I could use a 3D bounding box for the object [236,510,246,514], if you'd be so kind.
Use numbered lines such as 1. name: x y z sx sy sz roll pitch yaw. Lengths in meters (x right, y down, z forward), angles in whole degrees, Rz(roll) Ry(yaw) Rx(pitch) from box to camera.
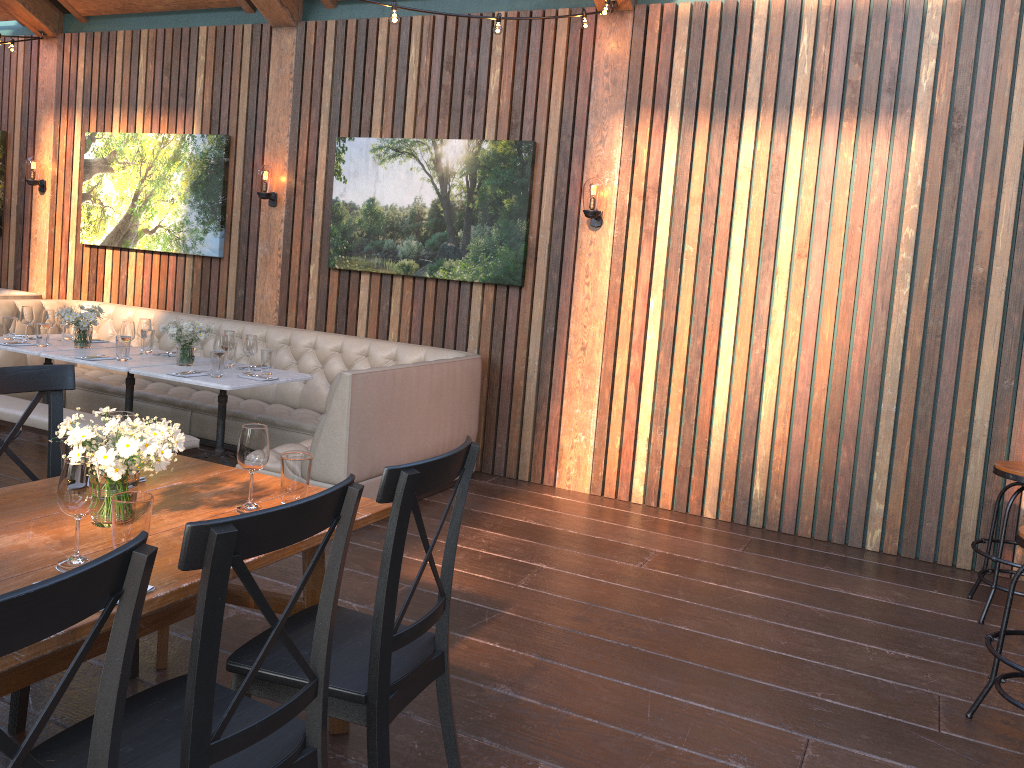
1. object: -0.679 0.382 2.440 0.256 0.019 0.158 9 9 25

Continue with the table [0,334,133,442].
1. table: -3.303 0.036 6.284 0.801 0.669 0.801 8 7 24

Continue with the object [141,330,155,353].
1. object: -2.531 -0.297 6.139 0.092 0.157 0.092 6 5 11

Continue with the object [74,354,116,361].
1. object: -2.656 -0.174 5.683 0.158 0.019 0.256 9 9 25

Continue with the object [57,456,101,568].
1. object: -1.005 0.295 2.050 0.092 0.243 0.093 3 5 -22

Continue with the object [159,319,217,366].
1. object: -2.102 -0.277 5.713 0.336 0.308 0.331 5 6 0

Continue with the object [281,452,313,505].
1. object: -0.643 0.290 2.621 0.092 0.157 0.092 1 6 -38

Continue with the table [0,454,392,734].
1. table: -1.343 0.778 1.891 0.953 0.726 2.438 8 8 25

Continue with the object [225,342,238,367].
1. object: -1.856 -0.195 5.819 0.092 0.157 0.092 6 5 11

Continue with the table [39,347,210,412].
1. table: -2.570 0.146 5.936 0.801 0.669 0.801 8 7 25

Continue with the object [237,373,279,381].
1. object: -1.574 -0.048 5.430 0.256 0.019 0.158 9 9 25

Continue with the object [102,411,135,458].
1. object: -1.155 0.206 2.600 0.092 0.243 0.093 3 5 -22

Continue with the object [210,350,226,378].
1. object: -1.769 -0.119 5.318 0.092 0.157 0.092 6 5 11

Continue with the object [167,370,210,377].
1. object: -1.939 -0.067 5.346 0.158 0.019 0.256 9 9 25

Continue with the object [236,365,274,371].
1. object: -1.698 -0.109 5.800 0.158 0.019 0.256 9 9 25

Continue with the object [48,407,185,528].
1. object: -1.040 0.216 2.363 0.329 0.308 0.338 4 6 -10

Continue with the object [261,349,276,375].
1. object: -1.544 -0.137 5.589 0.092 0.157 0.092 6 5 11

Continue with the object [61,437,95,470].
1. object: -1.278 0.239 2.599 0.092 0.157 0.092 1 6 -38

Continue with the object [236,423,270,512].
1. object: -0.758 0.242 2.583 0.092 0.243 0.093 3 5 -22

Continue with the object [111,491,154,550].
1. object: -0.898 0.342 2.087 0.092 0.157 0.092 1 6 -38

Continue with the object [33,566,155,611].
1. object: -0.922 0.433 1.920 0.256 0.019 0.158 9 9 25

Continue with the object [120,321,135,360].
1. object: -2.503 -0.285 5.759 0.092 0.243 0.093 3 5 -22

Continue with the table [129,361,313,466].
1. table: -1.837 0.256 5.588 0.801 0.669 0.801 8 7 24

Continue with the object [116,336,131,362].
1. object: -2.486 -0.226 5.655 0.092 0.157 0.092 6 5 11

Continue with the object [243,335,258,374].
1. object: -1.647 -0.186 5.565 0.092 0.243 0.093 3 5 -22

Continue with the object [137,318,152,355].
1. object: -2.506 -0.322 6.029 0.092 0.243 0.093 3 5 -22

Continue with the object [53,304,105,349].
1. object: -2.967 -0.404 6.101 0.329 0.308 0.338 -1 8 -42

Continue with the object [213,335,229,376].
1. object: -1.786 -0.178 5.422 0.092 0.243 0.093 3 5 -22

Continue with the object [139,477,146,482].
1. object: -1.251 0.291 2.747 0.256 0.019 0.158 9 9 25

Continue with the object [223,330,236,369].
1. object: -1.832 -0.221 5.709 0.092 0.243 0.093 3 5 -22
